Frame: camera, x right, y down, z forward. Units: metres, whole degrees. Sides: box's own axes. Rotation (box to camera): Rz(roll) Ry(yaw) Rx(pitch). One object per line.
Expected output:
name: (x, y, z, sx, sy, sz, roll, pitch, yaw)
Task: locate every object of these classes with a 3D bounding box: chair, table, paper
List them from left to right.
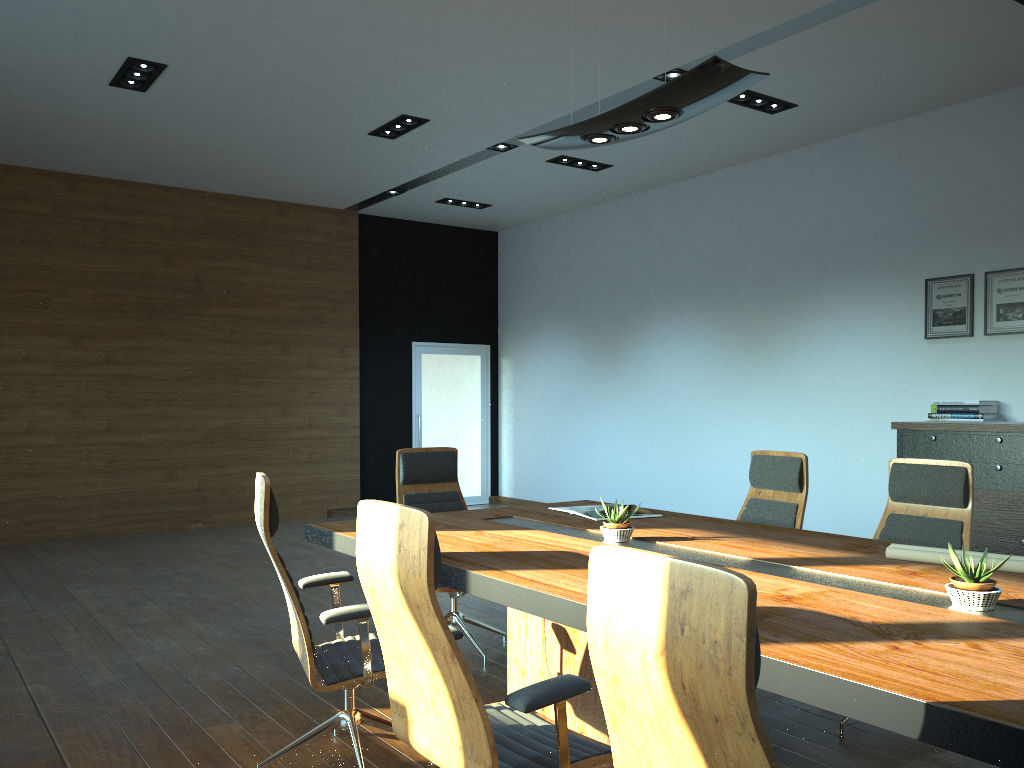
chair: (-0.621, 0.898, 3.370, 0.696, 1.129, 0.706, 0, 1, -20)
chair: (-0.324, 0.929, 4.936, 0.706, 1.129, 0.696, -1, 1, -33)
chair: (-0.053, 0.879, 2.501, 0.696, 1.129, 0.706, -1, 1, -35)
chair: (1.145, 0.919, 4.584, 0.696, 1.129, 0.706, -1, 1, -28)
chair: (0.524, 0.861, 1.703, 0.696, 1.129, 0.706, -1, 1, -33)
chair: (1.650, 0.903, 3.878, 0.696, 1.129, 0.706, -1, 1, -35)
table: (1.324, 1.037, 2.566, 1.784, 0.798, 5.541, 0, -1, -35)
paper: (1.618, 0.591, 2.265, 0.628, 0.083, 2.241, 0, -1, 5)

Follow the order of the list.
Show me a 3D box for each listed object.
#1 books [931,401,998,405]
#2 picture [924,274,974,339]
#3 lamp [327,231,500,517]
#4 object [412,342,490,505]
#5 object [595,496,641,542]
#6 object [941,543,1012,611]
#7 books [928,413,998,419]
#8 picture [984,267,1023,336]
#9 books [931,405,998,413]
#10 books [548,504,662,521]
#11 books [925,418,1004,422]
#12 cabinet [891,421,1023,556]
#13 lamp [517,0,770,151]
books: (3.446, 0.143, 6.752, 0.291, 0.032, 0.361, 1, -1, -37)
picture: (3.447, -0.605, 6.993, 0.028, 0.484, 0.379, -1, 1, -35)
lamp: (-2.554, -0.321, 7.377, 9.390, 3.711, 16.680, 0, -1, -35)
object: (-0.833, 0.547, 11.798, 1.197, 2.162, 0.200, -1, 2, -35)
object: (0.451, 0.576, 3.786, 0.153, 0.188, 0.177, 0, 0, 30)
object: (1.331, 0.548, 2.548, 0.153, 0.188, 0.177, 0, 0, 5)
books: (3.425, 0.242, 6.729, 0.273, 0.041, 0.403, 1, -1, -40)
picture: (3.721, -0.614, 6.607, 0.028, 0.484, 0.379, -1, 1, -35)
books: (3.447, 0.191, 6.752, 0.287, 0.063, 0.368, 1, -1, -35)
books: (0.485, 0.664, 4.696, 0.389, 0.033, 0.544, 0, -1, -24)
books: (3.443, 0.273, 6.739, 0.323, 0.021, 0.443, 1, -1, -35)
cabinet: (3.819, 0.882, 5.882, 0.767, 1.234, 2.347, -1, 0, -35)
lamp: (0.490, -1.660, 3.676, 0.340, 1.200, 1.196, -1, 1, -35)
